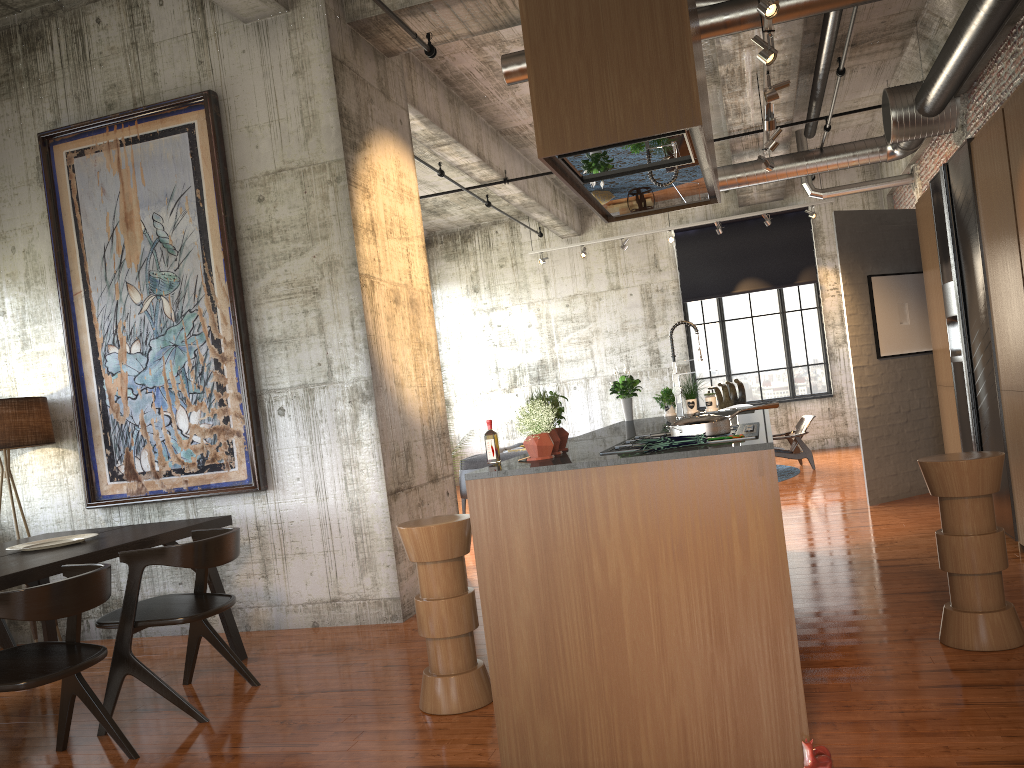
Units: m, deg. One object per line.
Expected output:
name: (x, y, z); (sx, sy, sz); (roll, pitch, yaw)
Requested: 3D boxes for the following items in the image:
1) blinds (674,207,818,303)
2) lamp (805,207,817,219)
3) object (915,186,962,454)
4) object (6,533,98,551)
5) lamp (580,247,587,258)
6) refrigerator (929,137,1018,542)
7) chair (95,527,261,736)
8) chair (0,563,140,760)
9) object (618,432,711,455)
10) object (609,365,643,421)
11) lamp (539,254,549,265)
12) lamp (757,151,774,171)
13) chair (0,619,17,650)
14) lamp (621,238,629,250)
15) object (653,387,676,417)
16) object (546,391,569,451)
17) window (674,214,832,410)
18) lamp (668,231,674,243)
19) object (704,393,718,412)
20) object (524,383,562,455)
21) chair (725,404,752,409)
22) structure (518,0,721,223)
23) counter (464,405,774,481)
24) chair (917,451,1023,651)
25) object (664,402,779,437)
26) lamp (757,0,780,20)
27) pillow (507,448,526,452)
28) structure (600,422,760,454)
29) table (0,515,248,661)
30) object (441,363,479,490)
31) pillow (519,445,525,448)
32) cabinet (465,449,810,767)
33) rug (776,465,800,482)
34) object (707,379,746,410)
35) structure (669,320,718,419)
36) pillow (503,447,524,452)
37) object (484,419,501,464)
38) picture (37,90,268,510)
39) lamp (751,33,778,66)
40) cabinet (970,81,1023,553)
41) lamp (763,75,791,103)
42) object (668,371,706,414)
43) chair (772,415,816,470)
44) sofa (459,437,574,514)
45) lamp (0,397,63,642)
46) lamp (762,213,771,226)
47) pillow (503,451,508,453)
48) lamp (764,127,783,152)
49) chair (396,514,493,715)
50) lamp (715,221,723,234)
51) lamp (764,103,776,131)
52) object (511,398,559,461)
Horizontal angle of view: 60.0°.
blinds: (4.331, -2.416, 16.544); (2.446, 1.464, 0.150); (-7, 0, 16)
lamp: (5.183, -2.948, 15.324); (0.102, 0.215, 0.226); (-7, 0, -33)
object: (4.453, -0.354, 8.219); (0.860, 3.046, 0.909); (-7, 0, 16)
object: (-2.915, 1.011, 5.633); (0.527, 0.024, 0.526); (-8, -1, 26)
lamp: (1.327, -2.438, 16.446); (0.102, 0.228, 0.198); (-7, 0, 26)
refrigerator: (4.236, -0.348, 7.019); (1.212, 3.051, 1.515); (-7, 0, 16)
chair: (-1.964, 1.410, 5.228); (0.770, 0.993, 0.877); (-7, 0, 12)
chair: (-2.293, 1.427, 4.222); (0.770, 0.993, 0.877); (-7, 0, 15)
object: (0.626, 0.240, 3.684); (0.391, 0.068, 0.185); (-6, -1, -28)
object: (0.992, 0.074, 7.720); (0.303, 0.502, 0.269); (-7, 0, -32)
lamp: (0.578, -2.342, 16.647); (0.260, 0.211, 0.102); (-7, 0, -39)
lamp: (2.630, -2.310, 9.168); (0.260, 0.211, 0.102); (-7, 0, -44)
chair: (-3.749, 1.646, 5.781); (0.770, 0.993, 0.877); (-7, 0, 16)
lamp: (2.056, -2.538, 16.203); (0.183, 0.241, 0.102); (-7, 0, 11)
object: (1.352, 0.149, 7.673); (0.231, 0.258, 0.237); (-7, 0, -36)
object: (0.212, 0.189, 4.543); (0.179, 0.311, 0.172); (-7, 0, 22)
window: (4.523, -1.303, 16.721); (2.582, 3.436, 0.050); (-7, 0, 16)
lamp: (2.865, -2.644, 15.992); (0.102, 0.211, 0.260); (-7, -1, 11)
object: (1.689, 0.154, 7.532); (0.107, 0.158, 0.107); (-7, 0, -39)
object: (0.148, 0.163, 4.307); (0.186, 0.367, 0.197); (-7, 0, -34)
chair: (3.845, 0.895, 15.416); (0.805, 1.030, 1.059); (-7, 0, -35)
structure: (0.574, -1.529, 4.306); (0.664, 1.126, 1.627); (-7, -1, 16)
counter: (0.999, 0.360, 5.623); (1.246, 0.174, 4.358); (-8, -1, 16)
chair: (2.393, 0.855, 4.619); (0.408, 0.963, 0.412); (-7, 0, -44)
object: (1.008, 0.166, 4.091); (0.728, 0.120, 0.331); (-6, -2, -39)
lamp: (1.514, -2.266, 5.255); (0.102, 0.251, 0.165); (-7, 0, -29)
pillow: (0.241, 1.101, 13.177); (0.537, 0.446, 0.260); (-7, 0, 23)
structure: (0.853, 0.251, 4.316); (0.679, 0.019, 1.096); (-8, -1, 16)
table: (-3.180, 1.542, 4.678); (1.640, 1.006, 3.699); (-7, -1, 16)
object: (-1.038, 0.848, 9.063); (1.892, 2.064, 1.510); (-7, 0, 39)
pillow: (0.305, 1.158, 15.141); (0.229, 0.371, 0.404); (-7, 0, 25)
cabinet: (1.069, 0.917, 5.628); (1.246, 1.243, 4.356); (-7, -1, 16)
rug: (2.033, 1.611, 14.031); (4.838, 0.009, 4.855); (-6, -2, -28)
object: (3.979, 0.572, 16.372); (0.729, 1.296, 0.455); (-7, 0, 28)
structure: (1.403, -0.127, 6.839); (0.361, 0.749, 0.168); (-7, 0, 16)
pillow: (0.064, 1.112, 13.355); (0.365, 0.315, 0.171); (-7, 0, 6)
object: (-0.098, 0.273, 4.232); (0.056, 0.208, 0.056); (-7, 0, 16)
picture: (-2.892, -0.615, 7.072); (1.657, 3.121, 0.141); (-7, 0, 16)
lamp: (1.736, -2.275, 6.050); (0.165, 0.251, 0.102); (-7, 0, 41)
cabinet: (3.191, -0.301, 3.759); (0.860, 3.045, 5.337); (-7, -1, 16)
lamp: (2.020, -2.288, 6.857); (0.261, 0.211, 0.102); (-7, 0, 11)
object: (1.531, 0.063, 7.596); (0.361, 0.381, 0.306); (-7, 0, -40)
chair: (4.181, 0.934, 13.685); (1.043, 0.793, 0.875); (-7, -1, 6)
sofa: (0.254, 1.415, 14.242); (1.364, 0.861, 3.001); (-7, -1, 18)
lamp: (-3.998, 1.165, 7.112); (0.753, 2.056, 0.751); (-7, 0, 28)
lamp: (4.455, -2.859, 15.481); (0.165, 0.251, 0.102); (-7, 0, -29)
pillow: (-0.120, 1.154, 13.290); (0.435, 0.319, 0.168); (-7, 0, 15)
lamp: (2.470, -2.306, 8.407); (0.199, 0.228, 0.102); (-7, 0, 26)
chair: (-0.347, 1.200, 4.689); (0.409, 0.963, 0.411); (-7, 0, -5)
lamp: (3.666, -2.754, 15.705); (0.102, 0.251, 0.165); (-7, 0, 41)
lamp: (2.229, -2.296, 7.673); (0.102, 0.240, 0.182); (-7, 0, 11)
object: (0.109, 0.205, 4.071); (0.221, 0.283, 0.210); (-7, 0, 24)
